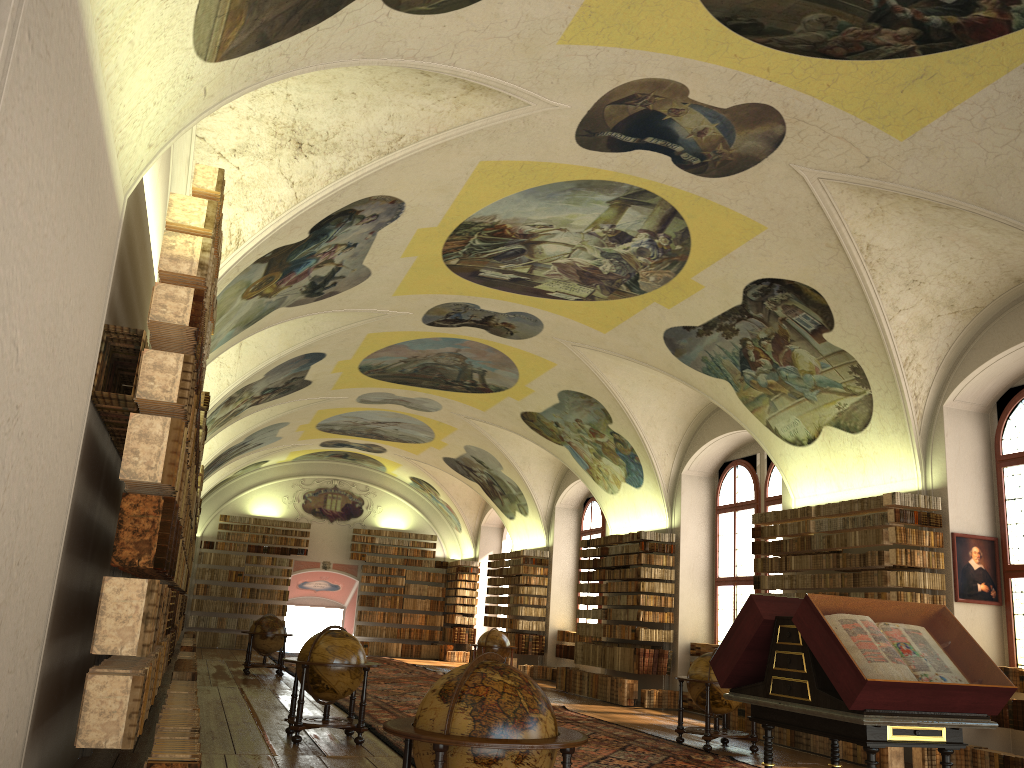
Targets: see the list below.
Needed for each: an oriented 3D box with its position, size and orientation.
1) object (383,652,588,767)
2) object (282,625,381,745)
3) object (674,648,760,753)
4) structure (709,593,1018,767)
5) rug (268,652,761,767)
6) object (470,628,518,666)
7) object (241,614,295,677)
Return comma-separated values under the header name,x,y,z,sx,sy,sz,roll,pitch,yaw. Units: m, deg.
name,x,y,z,sx,sy,sz,roll,pitch,yaw
object,-0.180,2.411,5.486,1.280,1.442,1.284,-6,-17,33
object,-2.395,3.916,11.661,1.279,1.442,1.285,-1,-15,19
object,3.108,4.761,13.453,1.280,1.442,1.284,-6,-17,33
structure,2.507,2.612,6.589,1.246,1.972,1.899,8,-15,-18
rug,-0.708,5.782,15.606,4.708,0.064,37.049,9,-16,-18
object,-0.502,7.216,23.524,1.279,1.442,1.285,-3,-16,23
object,-6.015,6.373,21.740,1.279,1.442,1.285,-3,-16,23
